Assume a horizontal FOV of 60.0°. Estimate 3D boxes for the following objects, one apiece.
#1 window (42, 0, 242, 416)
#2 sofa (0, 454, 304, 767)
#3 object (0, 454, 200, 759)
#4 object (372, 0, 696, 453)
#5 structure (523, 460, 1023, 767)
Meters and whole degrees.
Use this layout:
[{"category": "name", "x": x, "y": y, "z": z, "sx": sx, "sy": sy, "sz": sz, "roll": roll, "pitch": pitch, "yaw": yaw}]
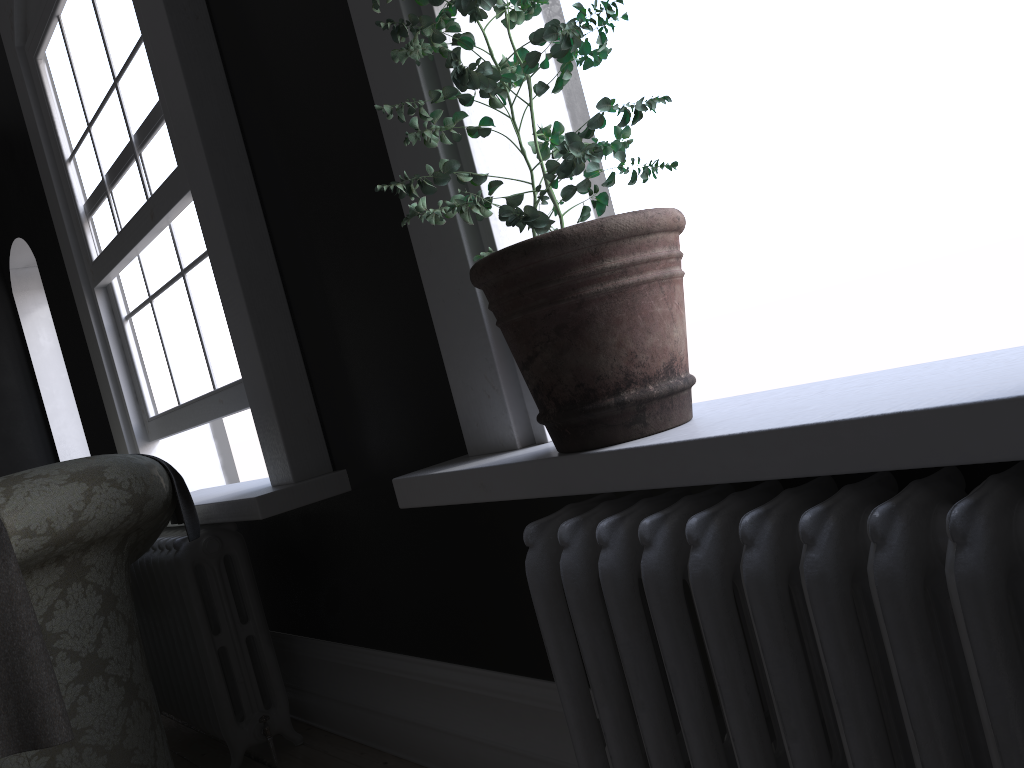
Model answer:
[{"category": "window", "x": -1.448, "y": -0.722, "z": 3.409, "sx": 0.056, "sy": 1.672, "sz": 1.265, "roll": -16, "pitch": 2, "yaw": -38}, {"category": "sofa", "x": -1.743, "y": 0.952, "z": 2.959, "sx": 1.602, "sy": 1.161, "sz": 2.819, "roll": -16, "pitch": 1, "yaw": -37}, {"category": "object", "x": -1.162, "y": 0.509, "z": 2.255, "sx": 0.517, "sy": 0.585, "sz": 1.365, "roll": -15, "pitch": 1, "yaw": 11}, {"category": "object", "x": 0.006, "y": -0.449, "z": 1.490, "sx": 0.505, "sy": 1.134, "sz": 0.474, "roll": -15, "pitch": 2, "yaw": 2}, {"category": "structure", "x": 0.495, "y": 0.542, "z": 1.138, "sx": 0.275, "sy": 0.849, "sz": 1.143, "roll": -16, "pitch": 2, "yaw": -38}]
